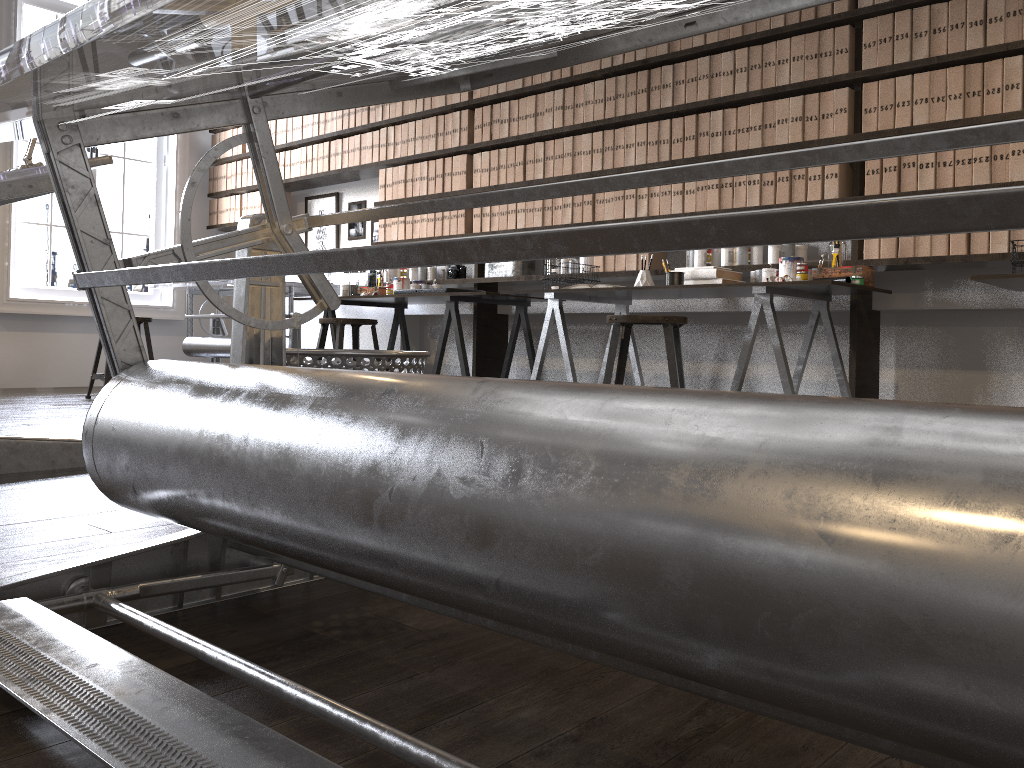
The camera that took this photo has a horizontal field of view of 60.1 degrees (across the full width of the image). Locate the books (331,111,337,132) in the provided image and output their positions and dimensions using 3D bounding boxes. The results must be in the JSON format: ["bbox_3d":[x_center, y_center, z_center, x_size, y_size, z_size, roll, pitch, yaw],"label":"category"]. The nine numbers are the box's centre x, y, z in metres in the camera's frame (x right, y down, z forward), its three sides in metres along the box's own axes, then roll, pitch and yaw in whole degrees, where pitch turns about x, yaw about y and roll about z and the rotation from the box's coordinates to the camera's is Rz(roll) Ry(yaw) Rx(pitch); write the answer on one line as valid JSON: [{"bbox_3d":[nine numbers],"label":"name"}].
[{"bbox_3d":[-1.222,-1.912,6.421,0.067,0.226,0.174,1,0,42],"label":"books"}]

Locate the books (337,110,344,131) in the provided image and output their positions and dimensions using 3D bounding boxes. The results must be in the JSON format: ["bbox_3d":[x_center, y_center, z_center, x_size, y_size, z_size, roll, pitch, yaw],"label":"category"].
[{"bbox_3d":[-1.170,-1.908,6.370,0.067,0.226,0.174,1,0,42],"label":"books"}]

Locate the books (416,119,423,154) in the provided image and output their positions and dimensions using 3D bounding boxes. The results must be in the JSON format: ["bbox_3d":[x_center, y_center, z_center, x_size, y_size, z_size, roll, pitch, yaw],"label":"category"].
[{"bbox_3d":[-0.545,-1.602,5.810,0.067,0.225,0.174,1,0,42],"label":"books"}]

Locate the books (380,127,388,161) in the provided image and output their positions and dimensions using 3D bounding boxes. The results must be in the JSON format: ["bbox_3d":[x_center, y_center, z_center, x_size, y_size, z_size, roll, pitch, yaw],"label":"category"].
[{"bbox_3d":[-0.812,-1.618,6.044,0.067,0.226,0.174,1,0,42],"label":"books"}]

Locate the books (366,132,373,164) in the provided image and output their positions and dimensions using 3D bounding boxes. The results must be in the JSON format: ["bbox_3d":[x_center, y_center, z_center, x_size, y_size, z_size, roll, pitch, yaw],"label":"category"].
[{"bbox_3d":[-0.923,-1.618,6.146,0.067,0.225,0.174,1,0,42],"label":"books"}]

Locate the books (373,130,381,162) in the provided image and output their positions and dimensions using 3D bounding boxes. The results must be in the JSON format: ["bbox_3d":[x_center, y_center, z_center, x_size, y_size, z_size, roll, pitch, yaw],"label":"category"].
[{"bbox_3d":[-0.870,-1.615,6.097,0.067,0.226,0.174,1,0,42],"label":"books"}]

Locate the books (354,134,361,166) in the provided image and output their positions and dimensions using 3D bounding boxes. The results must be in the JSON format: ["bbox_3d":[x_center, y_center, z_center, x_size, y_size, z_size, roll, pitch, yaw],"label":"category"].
[{"bbox_3d":[-1.022,-1.624,6.230,0.067,0.226,0.174,1,0,42],"label":"books"}]

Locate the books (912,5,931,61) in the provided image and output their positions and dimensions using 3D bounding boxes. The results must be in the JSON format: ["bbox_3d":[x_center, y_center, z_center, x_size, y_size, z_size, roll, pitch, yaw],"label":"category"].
[{"bbox_3d":[1.761,-1.462,3.755,0.067,0.226,0.174,1,0,42],"label":"books"}]

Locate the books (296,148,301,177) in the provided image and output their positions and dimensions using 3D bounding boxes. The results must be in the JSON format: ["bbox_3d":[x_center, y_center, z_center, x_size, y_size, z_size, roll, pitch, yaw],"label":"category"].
[{"bbox_3d":[-1.544,-1.656,6.700,0.067,0.226,0.174,1,0,42],"label":"books"}]

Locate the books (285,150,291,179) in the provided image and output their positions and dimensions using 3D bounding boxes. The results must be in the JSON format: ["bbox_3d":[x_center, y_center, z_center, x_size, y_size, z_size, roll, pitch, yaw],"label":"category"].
[{"bbox_3d":[-1.647,-1.662,6.795,0.067,0.226,0.174,1,0,42],"label":"books"}]

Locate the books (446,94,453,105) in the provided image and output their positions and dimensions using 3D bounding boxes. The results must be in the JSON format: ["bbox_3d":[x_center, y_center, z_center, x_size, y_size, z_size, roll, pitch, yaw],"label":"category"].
[{"bbox_3d":[-0.331,-1.858,5.629,0.067,0.225,0.174,1,0,42],"label":"books"}]

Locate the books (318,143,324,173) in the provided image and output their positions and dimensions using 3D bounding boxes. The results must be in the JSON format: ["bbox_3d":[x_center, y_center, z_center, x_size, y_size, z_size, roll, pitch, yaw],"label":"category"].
[{"bbox_3d":[-1.338,-1.643,6.521,0.067,0.225,0.174,1,0,42],"label":"books"}]

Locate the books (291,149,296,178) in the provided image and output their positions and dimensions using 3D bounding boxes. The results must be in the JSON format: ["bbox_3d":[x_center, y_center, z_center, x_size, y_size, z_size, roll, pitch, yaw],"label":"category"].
[{"bbox_3d":[-1.594,-1.659,6.750,0.067,0.226,0.174,1,0,42],"label":"books"}]

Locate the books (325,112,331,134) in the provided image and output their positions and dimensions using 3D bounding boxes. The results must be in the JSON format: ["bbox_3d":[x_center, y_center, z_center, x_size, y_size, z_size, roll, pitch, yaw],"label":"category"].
[{"bbox_3d":[-1.271,-1.915,6.470,0.067,0.226,0.174,1,0,42],"label":"books"}]

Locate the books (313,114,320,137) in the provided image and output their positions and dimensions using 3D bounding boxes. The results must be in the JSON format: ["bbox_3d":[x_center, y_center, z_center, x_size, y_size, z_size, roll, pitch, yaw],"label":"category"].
[{"bbox_3d":[-1.380,-1.921,6.559,0.067,0.226,0.174,1,0,42],"label":"books"}]

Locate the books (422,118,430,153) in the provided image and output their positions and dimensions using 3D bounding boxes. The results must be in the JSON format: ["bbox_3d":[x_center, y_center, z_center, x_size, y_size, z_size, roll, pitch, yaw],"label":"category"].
[{"bbox_3d":[-0.497,-1.600,5.770,0.067,0.225,0.174,1,0,42],"label":"books"}]

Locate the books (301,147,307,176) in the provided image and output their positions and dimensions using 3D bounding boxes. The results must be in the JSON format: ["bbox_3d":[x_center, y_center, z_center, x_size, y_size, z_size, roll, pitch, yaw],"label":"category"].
[{"bbox_3d":[-1.492,-1.652,6.650,0.067,0.226,0.174,1,0,42],"label":"books"}]

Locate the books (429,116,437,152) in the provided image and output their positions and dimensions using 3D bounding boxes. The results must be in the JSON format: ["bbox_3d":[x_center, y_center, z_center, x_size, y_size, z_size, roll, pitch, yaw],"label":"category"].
[{"bbox_3d":[-0.450,-1.596,5.722,0.067,0.226,0.174,1,0,42],"label":"books"}]

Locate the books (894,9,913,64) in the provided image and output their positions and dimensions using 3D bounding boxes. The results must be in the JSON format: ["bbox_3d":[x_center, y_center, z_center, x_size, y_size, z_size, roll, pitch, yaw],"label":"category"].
[{"bbox_3d":[1.705,-1.465,3.801,0.067,0.226,0.174,1,0,42],"label":"books"}]

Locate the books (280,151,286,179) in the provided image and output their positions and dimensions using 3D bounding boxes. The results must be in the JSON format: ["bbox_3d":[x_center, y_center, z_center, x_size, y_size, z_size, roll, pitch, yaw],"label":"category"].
[{"bbox_3d":[-1.702,-1.665,6.838,0.067,0.226,0.174,1,0,42],"label":"books"}]

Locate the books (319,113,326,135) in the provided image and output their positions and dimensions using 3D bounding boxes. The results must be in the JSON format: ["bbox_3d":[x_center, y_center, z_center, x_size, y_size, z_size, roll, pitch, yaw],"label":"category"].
[{"bbox_3d":[-1.325,-1.918,6.515,0.067,0.226,0.174,1,0,42],"label":"books"}]

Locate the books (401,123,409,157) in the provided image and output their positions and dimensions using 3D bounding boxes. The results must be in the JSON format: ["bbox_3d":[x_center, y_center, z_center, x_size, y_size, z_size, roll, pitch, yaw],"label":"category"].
[{"bbox_3d":[-0.650,-1.609,5.907,0.067,0.226,0.174,1,0,42],"label":"books"}]

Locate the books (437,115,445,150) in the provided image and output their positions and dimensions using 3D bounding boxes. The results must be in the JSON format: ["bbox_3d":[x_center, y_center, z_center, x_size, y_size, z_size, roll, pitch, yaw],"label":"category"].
[{"bbox_3d":[-0.396,-1.594,5.681,0.067,0.226,0.174,1,0,42],"label":"books"}]

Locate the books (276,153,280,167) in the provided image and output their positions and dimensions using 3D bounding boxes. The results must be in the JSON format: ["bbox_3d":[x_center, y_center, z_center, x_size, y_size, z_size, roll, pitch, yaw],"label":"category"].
[{"bbox_3d":[-1.762,-1.669,6.894,0.067,0.225,0.174,1,0,42],"label":"books"}]

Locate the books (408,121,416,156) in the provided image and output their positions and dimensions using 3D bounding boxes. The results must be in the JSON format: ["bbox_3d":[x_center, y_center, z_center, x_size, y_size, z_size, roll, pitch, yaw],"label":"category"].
[{"bbox_3d":[-0.601,-1.606,5.857,0.067,0.226,0.174,1,0,42],"label":"books"}]

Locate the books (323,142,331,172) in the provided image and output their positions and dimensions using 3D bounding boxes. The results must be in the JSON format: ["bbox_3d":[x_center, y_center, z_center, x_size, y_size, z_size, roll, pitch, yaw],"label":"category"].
[{"bbox_3d":[-1.286,-1.640,6.467,0.067,0.226,0.174,1,0,42],"label":"books"}]

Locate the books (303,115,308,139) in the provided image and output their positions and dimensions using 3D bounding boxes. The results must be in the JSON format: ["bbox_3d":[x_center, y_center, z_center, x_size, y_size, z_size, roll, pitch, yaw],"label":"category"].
[{"bbox_3d":[-1.478,-1.927,6.652,0.067,0.225,0.174,1,0,42],"label":"books"}]

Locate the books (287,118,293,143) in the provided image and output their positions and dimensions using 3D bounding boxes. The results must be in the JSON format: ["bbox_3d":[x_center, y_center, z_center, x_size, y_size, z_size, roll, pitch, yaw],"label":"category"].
[{"bbox_3d":[-1.631,-1.937,6.789,0.067,0.226,0.174,1,0,42],"label":"books"}]

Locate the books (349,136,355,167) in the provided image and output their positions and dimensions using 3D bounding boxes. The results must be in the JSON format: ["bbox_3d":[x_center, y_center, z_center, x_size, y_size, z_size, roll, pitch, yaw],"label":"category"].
[{"bbox_3d":[-1.068,-1.627,6.280,0.067,0.226,0.174,1,0,42],"label":"books"}]

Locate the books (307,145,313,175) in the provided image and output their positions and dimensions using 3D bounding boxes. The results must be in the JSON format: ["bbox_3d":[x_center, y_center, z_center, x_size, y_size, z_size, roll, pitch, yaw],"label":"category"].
[{"bbox_3d":[-1.439,-1.649,6.601,0.067,0.226,0.174,1,0,42],"label":"books"}]

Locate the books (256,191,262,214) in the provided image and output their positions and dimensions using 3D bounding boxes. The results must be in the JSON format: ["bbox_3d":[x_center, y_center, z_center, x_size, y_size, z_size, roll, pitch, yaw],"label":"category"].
[{"bbox_3d":[-1.942,-1.409,7.043,0.067,0.226,0.174,1,0,42],"label":"books"}]

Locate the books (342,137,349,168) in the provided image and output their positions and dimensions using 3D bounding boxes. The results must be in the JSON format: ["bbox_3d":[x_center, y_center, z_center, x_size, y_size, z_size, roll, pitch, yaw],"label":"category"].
[{"bbox_3d":[-1.121,-1.630,6.327,0.067,0.226,0.174,1,0,42],"label":"books"}]

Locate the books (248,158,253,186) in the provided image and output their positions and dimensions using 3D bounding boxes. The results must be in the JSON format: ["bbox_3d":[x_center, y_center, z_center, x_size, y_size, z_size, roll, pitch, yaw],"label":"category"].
[{"bbox_3d":[-2.036,-1.693,7.139,0.067,0.226,0.174,1,0,42],"label":"books"}]

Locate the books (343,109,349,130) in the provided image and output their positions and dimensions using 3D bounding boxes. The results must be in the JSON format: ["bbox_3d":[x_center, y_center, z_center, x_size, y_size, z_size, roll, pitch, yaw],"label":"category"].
[{"bbox_3d":[-1.116,-1.905,6.322,0.067,0.226,0.174,1,0,42],"label":"books"}]

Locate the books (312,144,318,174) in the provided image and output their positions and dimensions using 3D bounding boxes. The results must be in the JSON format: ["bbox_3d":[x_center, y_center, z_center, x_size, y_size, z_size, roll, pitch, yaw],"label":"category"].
[{"bbox_3d":[-1.388,-1.647,6.563,0.067,0.225,0.174,1,0,42],"label":"books"}]

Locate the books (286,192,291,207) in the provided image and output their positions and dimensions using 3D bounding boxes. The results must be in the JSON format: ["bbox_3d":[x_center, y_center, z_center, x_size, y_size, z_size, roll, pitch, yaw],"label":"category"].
[{"bbox_3d":[-1.834,-1.403,6.954,0.067,0.226,0.174,1,0,42],"label":"books"}]

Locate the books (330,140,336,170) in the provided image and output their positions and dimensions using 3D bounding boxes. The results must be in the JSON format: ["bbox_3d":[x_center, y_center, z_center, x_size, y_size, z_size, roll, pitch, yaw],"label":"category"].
[{"bbox_3d":[-1.226,-1.637,6.422,0.067,0.226,0.174,1,0,42],"label":"books"}]

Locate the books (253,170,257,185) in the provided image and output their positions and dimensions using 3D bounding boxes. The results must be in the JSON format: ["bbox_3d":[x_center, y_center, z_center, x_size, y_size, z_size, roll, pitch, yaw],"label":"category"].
[{"bbox_3d":[-1.981,-1.690,7.095,0.067,0.226,0.174,1,0,42],"label":"books"}]

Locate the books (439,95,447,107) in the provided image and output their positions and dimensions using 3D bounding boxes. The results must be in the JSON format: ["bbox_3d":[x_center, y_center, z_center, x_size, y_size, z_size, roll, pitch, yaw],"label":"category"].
[{"bbox_3d":[-0.384,-1.861,5.670,0.067,0.226,0.174,1,0,42],"label":"books"}]

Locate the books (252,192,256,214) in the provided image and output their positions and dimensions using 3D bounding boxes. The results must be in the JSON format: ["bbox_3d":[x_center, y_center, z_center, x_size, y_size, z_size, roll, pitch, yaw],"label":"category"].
[{"bbox_3d":[-1.988,-1.412,7.091,0.067,0.225,0.174,1,0,42],"label":"books"}]

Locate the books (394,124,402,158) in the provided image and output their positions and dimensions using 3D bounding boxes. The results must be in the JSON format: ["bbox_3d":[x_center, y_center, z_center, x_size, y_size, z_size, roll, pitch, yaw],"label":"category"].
[{"bbox_3d":[-0.701,-1.612,5.955,0.067,0.226,0.174,1,0,42],"label":"books"}]

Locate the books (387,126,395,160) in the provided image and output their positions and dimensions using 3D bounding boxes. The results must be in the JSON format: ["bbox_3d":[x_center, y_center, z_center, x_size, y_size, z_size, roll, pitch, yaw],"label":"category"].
[{"bbox_3d":[-0.756,-1.615,5.998,0.067,0.226,0.174,1,0,42],"label":"books"}]

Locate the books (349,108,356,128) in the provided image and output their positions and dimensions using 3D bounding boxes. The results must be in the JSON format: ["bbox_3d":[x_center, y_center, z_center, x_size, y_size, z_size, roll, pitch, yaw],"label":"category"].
[{"bbox_3d":[-1.066,-1.902,6.283,0.067,0.225,0.174,1,0,42],"label":"books"}]

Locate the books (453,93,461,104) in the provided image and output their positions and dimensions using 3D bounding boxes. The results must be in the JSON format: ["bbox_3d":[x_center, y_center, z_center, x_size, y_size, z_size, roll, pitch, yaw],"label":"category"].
[{"bbox_3d":[-0.285,-1.855,5.586,0.067,0.225,0.174,1,0,42],"label":"books"}]

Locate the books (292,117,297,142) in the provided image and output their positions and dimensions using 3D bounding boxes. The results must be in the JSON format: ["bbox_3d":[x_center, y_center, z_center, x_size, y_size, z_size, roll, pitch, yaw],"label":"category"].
[{"bbox_3d":[-1.578,-1.933,6.742,0.067,0.226,0.174,1,0,42],"label":"books"}]

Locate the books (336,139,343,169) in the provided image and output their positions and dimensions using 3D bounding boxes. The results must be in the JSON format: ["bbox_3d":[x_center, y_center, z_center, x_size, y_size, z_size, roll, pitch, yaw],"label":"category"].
[{"bbox_3d":[-1.177,-1.634,6.371,0.067,0.226,0.174,1,0,42],"label":"books"}]

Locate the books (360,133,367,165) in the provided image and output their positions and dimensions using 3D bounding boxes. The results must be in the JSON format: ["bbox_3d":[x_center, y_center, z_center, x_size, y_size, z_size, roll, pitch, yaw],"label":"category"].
[{"bbox_3d":[-0.969,-1.621,6.189,0.067,0.225,0.174,1,0,42],"label":"books"}]

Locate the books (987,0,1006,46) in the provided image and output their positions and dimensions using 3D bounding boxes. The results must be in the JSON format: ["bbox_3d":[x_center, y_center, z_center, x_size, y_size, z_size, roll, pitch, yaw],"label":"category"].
[{"bbox_3d":[1.972,-1.449,3.567,0.067,0.225,0.174,1,0,42],"label":"books"}]

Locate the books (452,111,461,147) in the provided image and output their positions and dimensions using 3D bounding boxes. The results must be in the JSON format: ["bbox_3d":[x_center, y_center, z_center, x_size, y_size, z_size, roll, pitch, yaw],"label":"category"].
[{"bbox_3d":[-0.293,-1.587,5.584,0.067,0.226,0.174,1,0,42],"label":"books"}]

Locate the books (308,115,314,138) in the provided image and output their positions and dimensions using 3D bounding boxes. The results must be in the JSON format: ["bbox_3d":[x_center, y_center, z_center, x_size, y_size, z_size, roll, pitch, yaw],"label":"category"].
[{"bbox_3d":[-1.433,-1.924,6.609,0.067,0.225,0.174,1,0,42],"label":"books"}]

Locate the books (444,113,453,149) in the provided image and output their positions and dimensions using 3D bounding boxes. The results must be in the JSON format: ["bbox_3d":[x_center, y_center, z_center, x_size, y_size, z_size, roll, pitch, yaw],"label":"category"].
[{"bbox_3d":[-0.343,-1.590,5.634,0.067,0.226,0.174,1,0,42],"label":"books"}]

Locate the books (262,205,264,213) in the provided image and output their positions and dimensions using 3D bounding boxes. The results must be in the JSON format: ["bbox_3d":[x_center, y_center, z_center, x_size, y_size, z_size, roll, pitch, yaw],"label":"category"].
[{"bbox_3d":[-1.885,-1.406,7.001,0.067,0.226,0.174,1,0,42],"label":"books"}]

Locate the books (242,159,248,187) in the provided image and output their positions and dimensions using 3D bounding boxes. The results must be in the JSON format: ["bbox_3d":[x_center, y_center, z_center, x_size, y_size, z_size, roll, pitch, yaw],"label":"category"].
[{"bbox_3d":[-2.092,-1.696,7.184,0.067,0.226,0.174,1,0,42],"label":"books"}]
